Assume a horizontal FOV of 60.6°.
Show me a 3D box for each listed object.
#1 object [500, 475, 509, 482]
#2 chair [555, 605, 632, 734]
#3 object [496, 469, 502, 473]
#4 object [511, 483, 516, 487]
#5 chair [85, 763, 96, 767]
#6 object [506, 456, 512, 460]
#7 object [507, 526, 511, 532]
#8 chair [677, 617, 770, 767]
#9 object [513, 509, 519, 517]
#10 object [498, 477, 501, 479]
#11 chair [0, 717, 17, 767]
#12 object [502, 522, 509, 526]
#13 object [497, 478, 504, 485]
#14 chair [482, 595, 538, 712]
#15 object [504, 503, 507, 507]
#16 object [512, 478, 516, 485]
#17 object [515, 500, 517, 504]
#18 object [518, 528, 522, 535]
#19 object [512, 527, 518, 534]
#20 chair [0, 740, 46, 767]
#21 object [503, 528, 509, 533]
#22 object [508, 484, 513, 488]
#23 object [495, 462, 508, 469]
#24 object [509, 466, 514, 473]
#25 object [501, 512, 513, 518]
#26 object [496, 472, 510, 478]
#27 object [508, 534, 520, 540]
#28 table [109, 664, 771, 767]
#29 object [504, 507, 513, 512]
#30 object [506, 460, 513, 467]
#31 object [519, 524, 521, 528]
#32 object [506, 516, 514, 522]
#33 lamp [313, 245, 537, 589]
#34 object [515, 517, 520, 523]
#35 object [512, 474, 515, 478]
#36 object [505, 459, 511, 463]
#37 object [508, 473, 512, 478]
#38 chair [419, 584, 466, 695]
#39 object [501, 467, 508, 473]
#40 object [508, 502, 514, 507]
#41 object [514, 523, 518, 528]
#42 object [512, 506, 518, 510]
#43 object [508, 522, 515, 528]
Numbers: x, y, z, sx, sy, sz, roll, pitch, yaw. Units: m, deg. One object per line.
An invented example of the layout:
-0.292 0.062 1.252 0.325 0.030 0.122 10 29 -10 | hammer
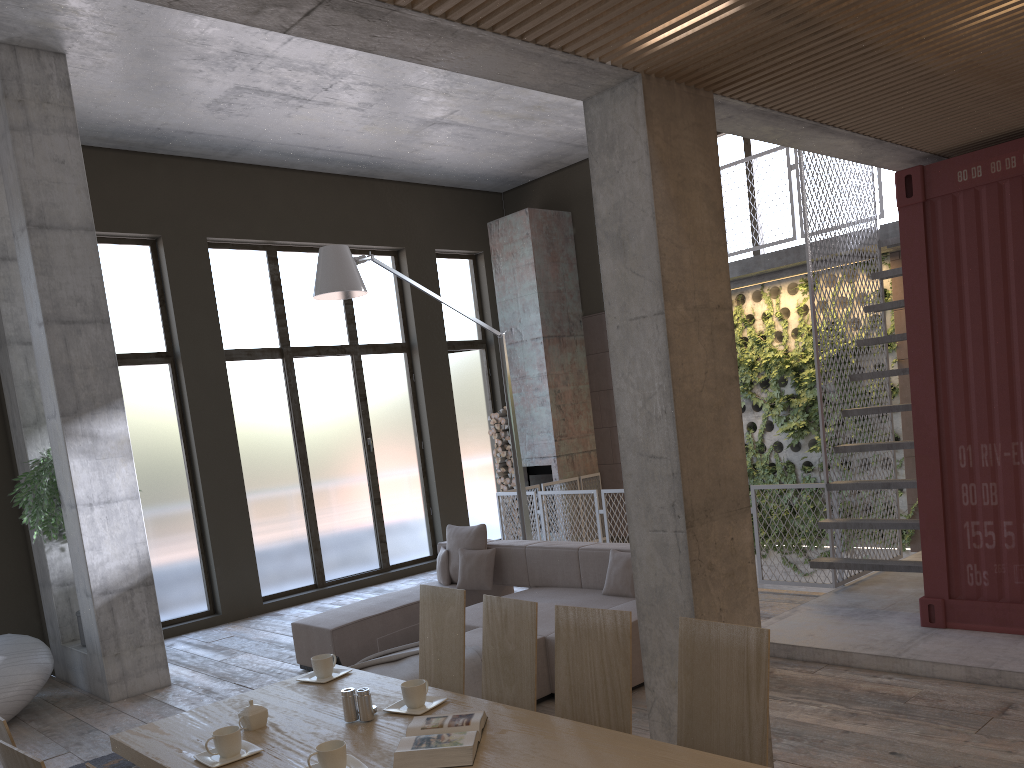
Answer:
0.031 1.342 12.637 0.450 0.090 0.091 -5 0 -42 | object
0.111 1.423 2.969 0.350 1.208 0.711 -1 7 44 | chair
-0.060 1.241 12.662 0.359 0.068 0.122 -5 -1 -44 | object
0.152 1.403 12.477 0.359 0.068 0.122 -5 -1 -41 | object
-0.594 1.483 2.322 0.712 1.208 0.349 -10 7 -42 | chair
0.070 1.028 12.444 0.328 0.057 0.089 -5 -1 -42 | object
0.116 2.058 12.716 0.450 0.090 0.091 -5 0 -42 | object
0.448 1.367 2.591 0.713 1.208 0.349 -10 6 -37 | chair
0.145 1.821 12.506 0.290 0.108 0.099 -6 1 -43 | object
-0.033 1.312 12.667 0.420 0.086 0.067 -5 1 -40 | object
-1.302 1.596 3.047 0.712 1.208 0.349 -10 7 -42 | chair
0.028 1.994 12.642 0.417 0.073 0.071 -5 0 -42 | object
-0.027 1.381 12.702 0.432 0.093 0.092 -5 1 -42 | object
-0.219 1.477 3.353 0.713 1.208 0.349 -10 6 -37 | chair
0.021 1.763 12.769 0.360 0.119 0.070 -6 2 -43 | object
0.136 1.353 12.350 0.289 0.104 0.101 -6 1 -44 | object
0.251 1.653 12.452 0.474 0.084 0.094 -5 0 -42 | object
0.221 2.069 12.429 0.289 0.104 0.101 -6 1 -44 | object
0.184 2.070 12.596 0.449 0.090 0.091 -5 0 -44 | object
-0.995 1.544 2.641 0.350 1.208 0.711 -2 7 43 | chair
0.058 2.097 12.780 0.432 0.093 0.092 -5 1 -42 | object
0.088 1.427 12.556 0.355 0.075 0.064 -5 1 -44 | object
-0.039 1.149 12.614 0.450 0.090 0.091 -5 1 -41 | object
0.142 1.197 12.471 0.432 0.094 0.093 -5 1 -42 | object
0.046 1.865 12.693 0.450 0.090 0.091 -5 1 -41 | object
-0.057 1.278 12.563 0.417 0.073 0.071 -5 0 -42 | object
0.091 2.191 12.650 0.290 0.108 0.099 -6 1 -42 | object
0.627 1.455 1.823 0.999 0.931 5.217 -8 0 -43 | table
0.065 1.778 12.615 0.474 0.084 0.094 -5 0 -43 | object
0.060 1.105 12.428 0.290 0.108 0.099 -6 1 -43 | object
0.261 1.987 12.522 0.417 0.068 0.067 -5 0 -42 | object
0.116 1.929 12.692 0.430 0.080 0.115 -5 -1 -42 | object
-0.490 0.555 8.049 0.758 3.463 2.589 -3 5 35 | lamp
0.227 1.913 12.550 0.432 0.094 0.093 -5 1 -42 | object
0.176 1.271 12.443 0.417 0.068 0.067 -5 0 -42 | object
0.052 1.073 12.510 0.355 0.075 0.064 -5 1 -41 | object
0.121 1.282 12.503 0.417 0.068 0.067 -5 0 -42 | object
-0.516 1.529 3.768 0.712 1.208 0.349 -10 6 -39 | chair
0.031 1.213 12.614 0.430 0.080 0.115 -5 -1 -42 | object
0.119 1.697 12.574 0.430 0.080 0.115 -5 -1 -43 | object
0.206 1.998 12.582 0.417 0.068 0.067 -5 0 -42 | object
0.155 1.744 12.522 0.328 0.057 0.089 -5 -1 -42 | object
0.153 1.996 12.635 0.474 0.084 0.094 -5 0 -42 | object
